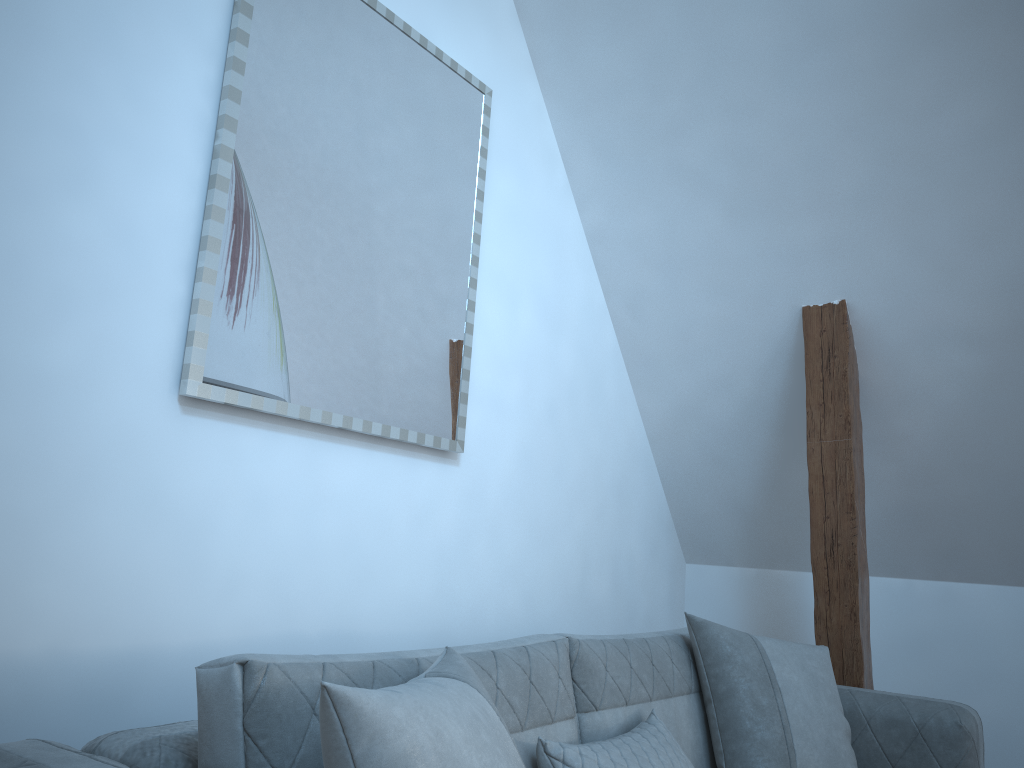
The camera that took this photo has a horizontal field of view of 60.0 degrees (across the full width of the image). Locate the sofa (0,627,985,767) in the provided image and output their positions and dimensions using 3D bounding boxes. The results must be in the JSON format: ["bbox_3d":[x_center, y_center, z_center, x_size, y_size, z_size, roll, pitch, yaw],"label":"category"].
[{"bbox_3d":[0.232,0.951,1.893,1.107,0.770,2.458,-4,-13,35],"label":"sofa"}]

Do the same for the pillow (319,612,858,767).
[{"bbox_3d":[0.335,0.777,1.887,0.444,0.515,2.075,-4,-13,35],"label":"pillow"}]

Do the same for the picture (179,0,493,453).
[{"bbox_3d":[-0.388,-0.466,2.389,0.025,1.185,0.965,-4,-13,35],"label":"picture"}]
